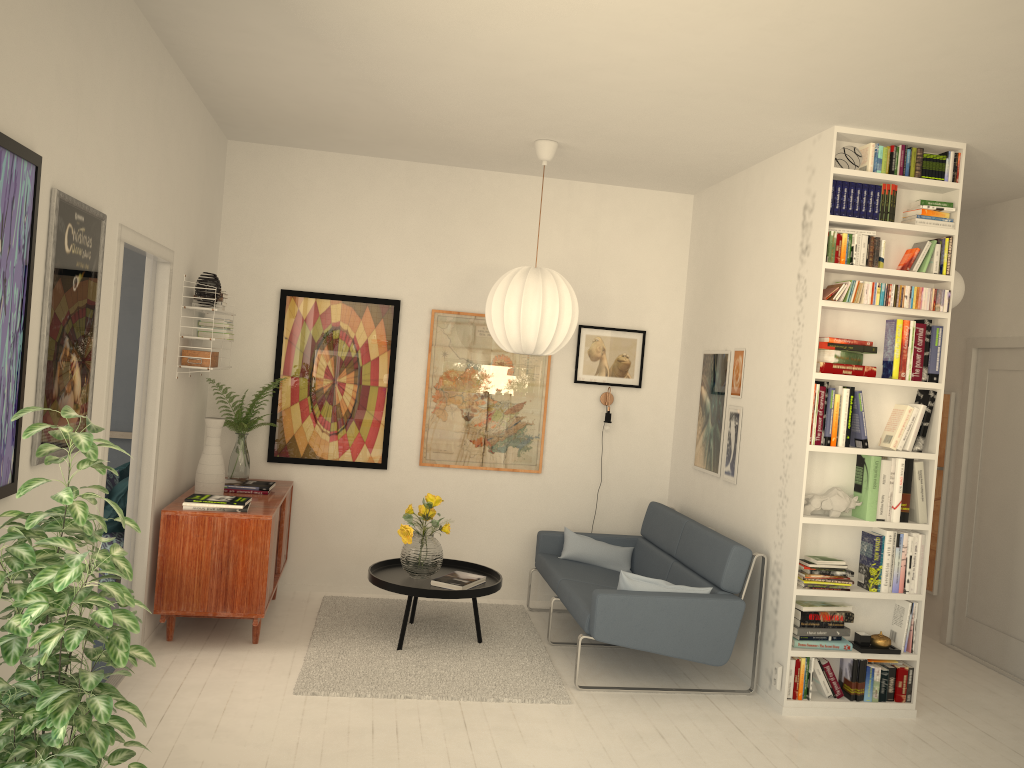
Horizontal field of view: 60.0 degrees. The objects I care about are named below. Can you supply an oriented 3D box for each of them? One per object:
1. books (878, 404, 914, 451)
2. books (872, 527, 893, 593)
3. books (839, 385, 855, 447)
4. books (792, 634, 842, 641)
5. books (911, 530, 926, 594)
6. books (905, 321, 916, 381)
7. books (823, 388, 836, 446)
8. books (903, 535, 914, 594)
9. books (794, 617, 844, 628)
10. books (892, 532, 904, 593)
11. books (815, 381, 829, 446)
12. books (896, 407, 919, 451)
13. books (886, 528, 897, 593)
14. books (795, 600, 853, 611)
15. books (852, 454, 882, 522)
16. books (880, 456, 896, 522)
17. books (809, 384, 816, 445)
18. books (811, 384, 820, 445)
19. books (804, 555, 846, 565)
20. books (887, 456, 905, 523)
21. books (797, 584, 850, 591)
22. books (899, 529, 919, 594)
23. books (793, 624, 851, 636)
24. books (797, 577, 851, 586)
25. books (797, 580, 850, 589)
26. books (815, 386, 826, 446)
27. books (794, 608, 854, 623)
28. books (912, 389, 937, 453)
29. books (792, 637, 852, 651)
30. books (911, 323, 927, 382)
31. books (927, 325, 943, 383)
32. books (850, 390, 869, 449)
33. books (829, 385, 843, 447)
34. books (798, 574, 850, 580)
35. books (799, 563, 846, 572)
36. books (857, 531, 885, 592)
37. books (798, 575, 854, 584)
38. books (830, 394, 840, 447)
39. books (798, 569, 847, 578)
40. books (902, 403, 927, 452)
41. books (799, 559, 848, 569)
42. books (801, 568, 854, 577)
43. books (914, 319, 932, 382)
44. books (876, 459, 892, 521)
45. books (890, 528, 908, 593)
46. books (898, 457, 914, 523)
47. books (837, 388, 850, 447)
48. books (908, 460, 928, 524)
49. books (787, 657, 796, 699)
[{"bbox_3d":[1.948,0.219,4.513,0.115,0.232,0.133,5,1,-9],"label":"books"},{"bbox_3d":[1.862,0.887,4.556,0.037,0.311,0.241,5,1,-9],"label":"books"},{"bbox_3d":[1.665,0.161,4.476,0.033,0.306,0.150,5,1,-9],"label":"books"},{"bbox_3d":[1.522,1.265,4.510,0.241,0.024,0.168,4,1,-14],"label":"books"},{"bbox_3d":[2.042,0.906,4.585,0.039,0.303,0.229,5,1,-9],"label":"books"},{"bbox_3d":[1.987,-0.169,4.539,0.029,0.301,0.185,5,1,-9],"label":"books"},{"bbox_3d":[1.556,0.160,4.471,0.030,0.289,0.200,5,1,-9],"label":"books"},{"bbox_3d":[1.979,0.907,4.554,0.022,0.291,0.208,5,1,-9],"label":"books"},{"bbox_3d":[1.533,1.199,4.493,0.247,0.039,0.143,5,1,-12],"label":"books"},{"bbox_3d":[1.929,0.901,4.528,0.035,0.304,0.150,5,1,-9],"label":"books"},{"bbox_3d":[1.531,0.144,4.468,0.021,0.317,0.179,5,1,-9],"label":"books"},{"bbox_3d":[1.981,0.224,4.526,0.105,0.225,0.138,5,1,-9],"label":"books"},{"bbox_3d":[1.893,0.890,4.563,0.027,0.311,0.229,5,1,-9],"label":"books"},{"bbox_3d":[1.558,1.120,4.512,0.297,0.024,0.162,4,1,-18],"label":"books"},{"bbox_3d":[1.783,0.518,4.518,0.056,0.328,0.229,5,1,-9],"label":"books"},{"bbox_3d":[1.883,0.527,4.556,0.023,0.321,0.235,5,1,-9],"label":"books"},{"bbox_3d":[1.461,0.145,4.471,0.021,0.301,0.222,5,1,-9],"label":"books"},{"bbox_3d":[1.480,0.147,4.468,0.015,0.301,0.207,5,1,-9],"label":"books"},{"bbox_3d":[1.575,0.889,4.475,0.166,0.019,0.127,4,1,-16],"label":"books"},{"bbox_3d":[1.917,0.529,4.548,0.037,0.324,0.240,5,1,-9],"label":"books"},{"bbox_3d":[1.550,1.013,4.478,0.247,0.009,0.170,5,1,-6],"label":"books"},{"bbox_3d":[2.012,0.903,4.549,0.037,0.308,0.161,5,1,-9],"label":"books"},{"bbox_3d":[1.535,1.235,4.495,0.297,0.039,0.165,4,1,-14],"label":"books"},{"bbox_3d":[1.557,0.990,4.484,0.248,0.009,0.171,5,1,-6],"label":"books"},{"bbox_3d":[1.546,1.001,4.474,0.246,0.014,0.173,5,1,-10],"label":"books"},{"bbox_3d":[1.505,0.154,4.465,0.032,0.291,0.203,5,1,-9],"label":"books"},{"bbox_3d":[1.554,1.157,4.498,0.285,0.047,0.185,5,1,-9],"label":"books"},{"bbox_3d":[2.077,0.186,4.556,0.092,0.319,0.179,5,1,-9],"label":"books"},{"bbox_3d":[1.543,1.302,4.513,0.297,0.038,0.204,5,1,-4],"label":"books"},{"bbox_3d":[2.031,-0.161,4.540,0.059,0.291,0.182,5,1,-9],"label":"books"},{"bbox_3d":[2.124,-0.152,4.553,0.054,0.289,0.179,5,1,-9],"label":"books"},{"bbox_3d":[1.726,0.174,4.498,0.093,0.288,0.200,5,1,-9],"label":"books"},{"bbox_3d":[1.603,0.158,4.489,0.020,0.304,0.193,5,1,-9],"label":"books"},{"bbox_3d":[1.562,0.966,4.492,0.250,0.008,0.135,5,1,-13],"label":"books"},{"bbox_3d":[1.546,0.918,4.484,0.221,0.010,0.169,5,1,-6],"label":"books"},{"bbox_3d":[1.816,0.898,4.537,0.057,0.284,0.200,5,1,-9],"label":"books"},{"bbox_3d":[1.578,0.979,4.514,0.255,0.014,0.197,5,1,1],"label":"books"},{"bbox_3d":[1.582,0.178,4.469,0.024,0.260,0.199,5,1,-9],"label":"books"},{"bbox_3d":[1.550,0.956,4.471,0.238,0.012,0.120,4,1,-14],"label":"books"},{"bbox_3d":[2.021,0.220,4.556,0.092,0.244,0.196,5,1,-9],"label":"books"},{"bbox_3d":[1.559,0.905,4.494,0.212,0.017,0.165,5,1,-12],"label":"books"},{"bbox_3d":[1.585,0.939,4.498,0.235,0.025,0.163,5,1,-3],"label":"books"},{"bbox_3d":[2.078,-0.170,4.547,0.039,0.317,0.161,5,1,-9],"label":"books"},{"bbox_3d":[1.841,0.533,4.531,0.065,0.311,0.200,5,1,-9],"label":"books"},{"bbox_3d":[1.954,0.898,4.564,0.025,0.305,0.213,5,1,-9],"label":"books"},{"bbox_3d":[1.965,0.531,4.551,0.056,0.327,0.202,5,1,-9],"label":"books"},{"bbox_3d":[1.630,0.165,4.479,0.032,0.291,0.189,5,1,-9],"label":"books"},{"bbox_3d":[2.040,0.543,4.569,0.099,0.316,0.229,5,1,-9],"label":"books"},{"bbox_3d":[1.362,1.461,4.475,0.039,0.199,0.185,5,1,-9],"label":"books"}]
